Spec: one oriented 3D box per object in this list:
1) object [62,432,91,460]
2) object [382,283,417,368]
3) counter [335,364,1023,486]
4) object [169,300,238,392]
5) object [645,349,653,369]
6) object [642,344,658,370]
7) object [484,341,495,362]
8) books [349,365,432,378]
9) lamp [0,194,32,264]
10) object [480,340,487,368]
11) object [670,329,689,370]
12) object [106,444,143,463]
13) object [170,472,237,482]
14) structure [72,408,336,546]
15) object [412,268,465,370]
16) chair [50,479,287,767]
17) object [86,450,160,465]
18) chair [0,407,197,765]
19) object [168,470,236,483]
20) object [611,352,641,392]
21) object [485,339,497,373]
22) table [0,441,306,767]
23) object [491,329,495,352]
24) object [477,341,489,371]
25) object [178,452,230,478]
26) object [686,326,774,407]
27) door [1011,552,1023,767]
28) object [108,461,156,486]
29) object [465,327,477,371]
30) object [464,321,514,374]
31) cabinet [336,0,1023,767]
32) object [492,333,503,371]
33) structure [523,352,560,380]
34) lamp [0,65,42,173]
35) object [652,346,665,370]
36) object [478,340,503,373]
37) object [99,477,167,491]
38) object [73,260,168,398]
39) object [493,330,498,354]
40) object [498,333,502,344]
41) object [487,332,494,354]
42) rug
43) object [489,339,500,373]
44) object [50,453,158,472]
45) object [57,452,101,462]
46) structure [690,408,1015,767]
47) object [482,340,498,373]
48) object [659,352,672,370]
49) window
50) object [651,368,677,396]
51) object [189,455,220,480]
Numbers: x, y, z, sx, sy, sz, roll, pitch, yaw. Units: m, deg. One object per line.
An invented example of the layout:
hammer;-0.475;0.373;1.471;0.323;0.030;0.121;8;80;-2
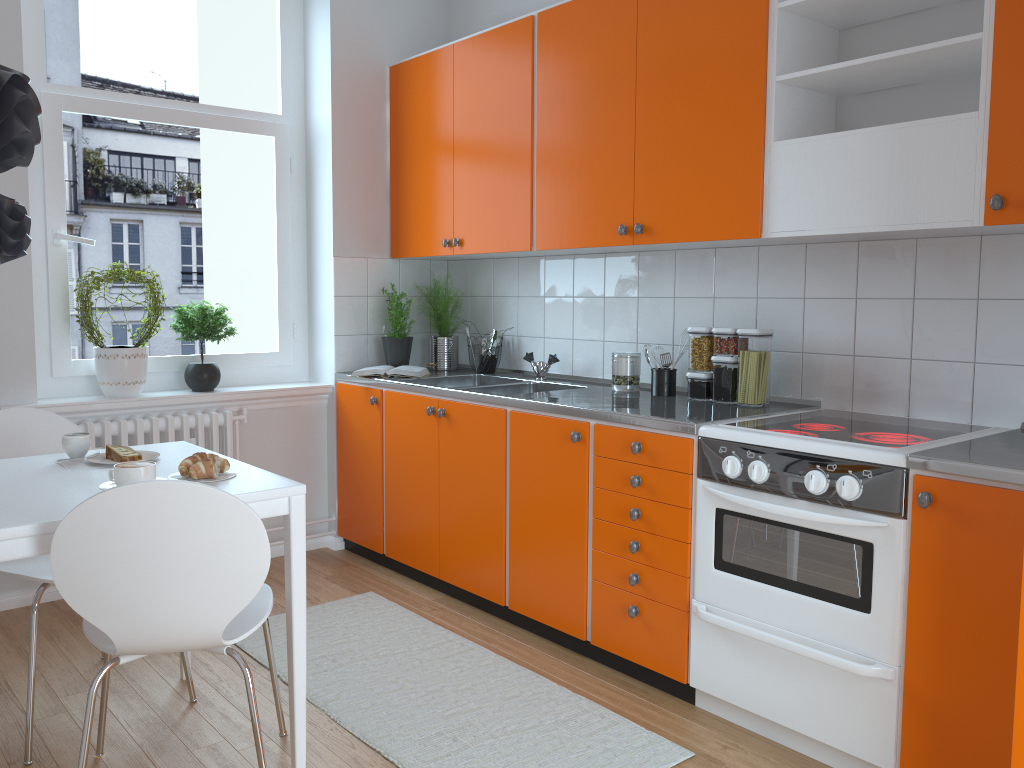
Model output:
object;-1.226;0.176;2.501;0.076;0.070;0.083;1;6;9
object;-0.551;-0.271;4.265;0.155;0.432;0.193;-1;5;-16
counter;0.420;0.094;3.243;0.668;0.132;3.165;-5;7;-40
object;-1.387;-0.173;3.961;0.311;0.406;0.270;1;5;10
object;0.529;-0.046;3.323;0.086;0.176;0.053;-3;6;-30
object;0.546;-0.056;3.344;0.108;0.190;0.044;2;5;13
object;-0.114;-0.134;4.250;0.084;0.153;0.021;-3;6;-33
books;-0.558;-0.058;4.086;0.344;0.040;0.231;1;6;6
lamp;-1.134;-1.008;1.863;0.168;1.504;0.171;-2;6;-23
object;-0.143;-0.140;4.279;0.021;0.162;0.070;2;6;19
object;0.625;-0.084;3.326;0.182;0.251;0.064;-4;7;-38
object;-1.079;0.193;2.484;0.130;0.043;0.073;5;8;43
object;-0.788;0.234;2.268;0.122;0.005;0.121;4;7;30
structure;-1.228;0.428;4.032;1.632;0.660;0.209;-4;7;-39
object;-0.342;-0.322;4.353;0.278;0.511;0.331;-5;7;-44
chair;-0.792;0.591;2.100;0.501;0.870;0.651;-1;6;-15
object;-1.087;0.209;2.481;0.189;0.012;0.194;-5;8;-42
chair;-1.361;0.531;2.684;0.655;0.870;0.497;5;7;40
object;-0.792;0.236;2.268;0.167;0.005;0.167;0;6;3
object;0.447;-0.048;3.468;0.117;0.150;0.118;0;5;-5
object;-0.096;-0.134;4.213;0.070;0.163;0.020;-3;6;-35
table;-1.262;0.636;2.138;1.255;0.770;0.847;-4;7;-39
object;-0.103;-0.162;4.282;0.026;0.203;0.054;4;6;33
object;-0.140;-0.131;4.259;0.019;0.146;0.107;3;6;31
object;-0.798;0.205;2.280;0.129;0.060;0.071;-4;7;-39
object;0.753;-0.065;3.082;0.093;0.260;0.307;-4;7;-40
door;1.221;0.119;0.927;0.691;2.053;1.392;1;5;8
object;-0.892;0.218;2.094;0.097;0.064;0.095;-4;7;-36
object;-0.194;-0.163;4.240;0.018;0.218;0.100;-4;7;-40
object;-0.119;-0.174;4.219;0.334;0.243;0.171;3;6;28
cabinet;0.409;-0.259;3.200;0.692;2.346;3.166;-4;7;-40
object;-0.068;-0.149;4.225;0.059;0.189;0.018;-1;5;-18
structure;0.128;-0.079;3.917;0.048;0.116;0.205;-4;7;-40
lamp;-1.248;-1.123;1.991;0.296;1.293;0.294;1;5;7
object;0.545;-0.077;3.260;0.045;0.131;0.075;5;7;42
object;-0.097;-0.155;4.233;0.076;0.199;0.132;3;6;31
object;-0.890;0.246;2.098;0.159;0.020;0.162;-2;6;-25
object;-1.649;-0.233;3.730;0.219;0.573;0.380;3;6;31
object;-0.087;-0.157;4.258;0.022;0.198;0.074;2;5;14
object;-0.077;-0.152;4.208;0.076;0.198;0.023;3;6;29
object;-0.111;-0.155;4.266;0.025;0.192;0.087;2;5;16
rug;-0.294;0.951;2.826;0.667;0.009;1.705;-5;7;-39
object;-0.083;-0.133;4.190;0.055;0.166;0.020;3;6;27
object;-1.143;0.213;2.481;0.224;0.003;0.232;-5;7;-39
object;-1.202;0.202;2.461;0.130;0.027;0.027;1;6;10
structure;0.971;0.551;2.574;0.719;0.863;0.631;-4;7;-39
object;-0.105;-0.129;4.184;0.079;0.158;0.020;2;5;19
object;0.580;-0.038;3.270;0.035;0.164;0.115;3;6;31
window;-1.490;-0.935;3.948;1.263;1.927;0.112;-4;7;-39
object;0.567;-0.004;3.314;0.097;0.105;0.095;4;6;31
object;-0.775;0.211;2.230;0.073;0.059;0.061;-2;6;-18
